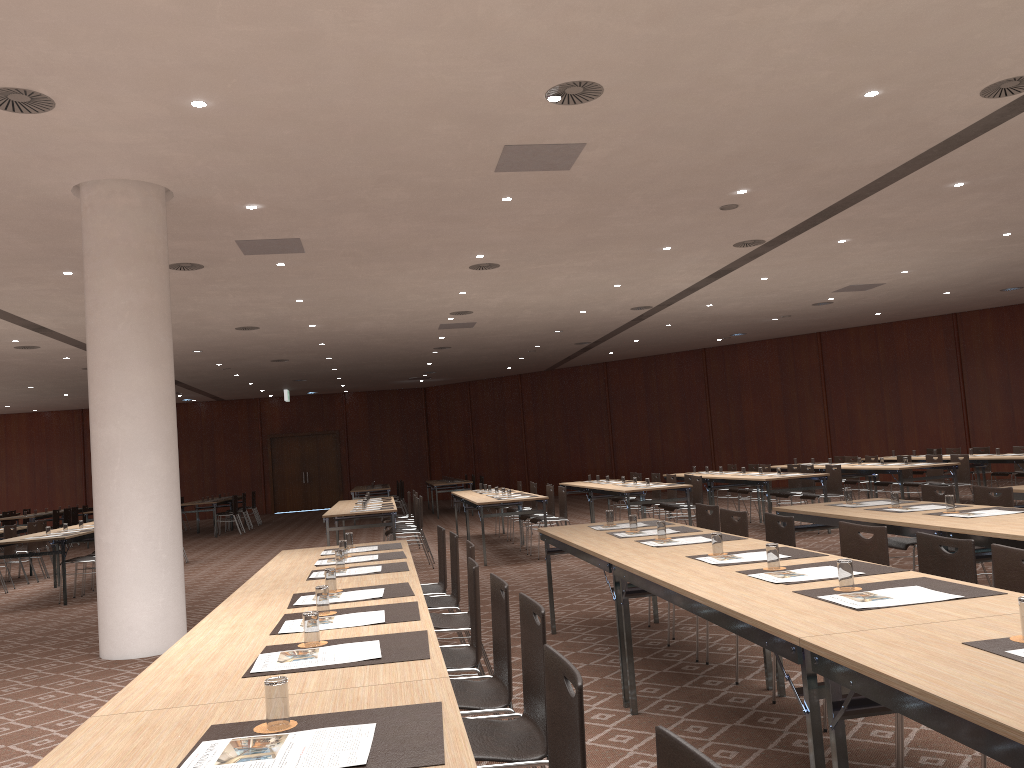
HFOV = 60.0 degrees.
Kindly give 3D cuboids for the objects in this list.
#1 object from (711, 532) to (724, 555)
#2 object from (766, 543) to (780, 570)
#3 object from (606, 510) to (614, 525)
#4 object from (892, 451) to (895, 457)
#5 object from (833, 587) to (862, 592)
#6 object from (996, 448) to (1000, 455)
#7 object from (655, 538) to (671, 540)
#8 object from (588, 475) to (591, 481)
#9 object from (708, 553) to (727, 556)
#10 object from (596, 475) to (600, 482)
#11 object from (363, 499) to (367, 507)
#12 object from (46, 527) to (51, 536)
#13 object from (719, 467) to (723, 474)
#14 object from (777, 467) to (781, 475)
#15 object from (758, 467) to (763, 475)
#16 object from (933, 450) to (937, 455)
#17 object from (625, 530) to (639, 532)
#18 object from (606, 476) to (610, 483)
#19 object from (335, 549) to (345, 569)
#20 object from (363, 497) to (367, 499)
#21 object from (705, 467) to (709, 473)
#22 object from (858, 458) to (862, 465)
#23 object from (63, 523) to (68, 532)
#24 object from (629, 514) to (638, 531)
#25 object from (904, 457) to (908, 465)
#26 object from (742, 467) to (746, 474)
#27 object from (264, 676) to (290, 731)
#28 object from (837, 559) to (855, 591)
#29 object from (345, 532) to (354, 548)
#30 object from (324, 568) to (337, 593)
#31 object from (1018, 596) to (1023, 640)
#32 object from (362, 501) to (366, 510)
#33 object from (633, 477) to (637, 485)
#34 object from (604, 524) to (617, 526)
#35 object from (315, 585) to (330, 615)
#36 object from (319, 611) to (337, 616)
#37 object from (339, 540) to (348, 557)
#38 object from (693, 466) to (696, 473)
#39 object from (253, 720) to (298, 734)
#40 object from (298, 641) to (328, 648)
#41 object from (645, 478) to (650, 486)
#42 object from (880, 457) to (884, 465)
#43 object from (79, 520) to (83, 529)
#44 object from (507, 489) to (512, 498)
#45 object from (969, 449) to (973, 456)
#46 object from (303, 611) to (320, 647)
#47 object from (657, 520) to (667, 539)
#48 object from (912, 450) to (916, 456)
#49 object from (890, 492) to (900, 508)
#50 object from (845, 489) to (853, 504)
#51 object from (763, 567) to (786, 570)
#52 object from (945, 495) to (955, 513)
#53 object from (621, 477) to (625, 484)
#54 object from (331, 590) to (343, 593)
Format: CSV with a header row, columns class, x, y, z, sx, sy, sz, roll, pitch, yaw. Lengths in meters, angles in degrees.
class,x,y,z,sx,sy,sz,roll,pitch,yaw
object,1.076,0.837,4.650,0.054,0.114,0.054,-6,-4,25
object,1.180,0.779,4.011,0.054,0.114,0.054,-6,-4,25
object,0.758,1.036,6.881,0.054,0.114,0.054,-1,-5,-42
object,7.342,1.339,17.066,0.054,0.114,0.054,-1,-5,-42
object,1.275,0.779,3.369,0.102,0.001,0.102,-3,-5,-20
object,7.767,1.081,14.177,0.054,0.114,0.054,-3,-4,-20
object,0.956,0.978,5.606,0.102,0.001,0.102,-3,-5,-20
object,1.415,1.714,16.168,0.054,0.114,0.054,-1,-5,-42
object,1.081,0.895,4.658,0.102,0.001,0.102,-3,-5,-20
object,1.505,1.658,15.536,0.054,0.114,0.054,-1,-5,-42
object,-2.103,1.707,12.699,0.054,0.114,0.054,-1,-5,-42
object,-5.994,1.902,11.461,0.054,0.114,0.054,-1,-5,-42
object,3.578,1.475,15.189,0.054,0.114,0.054,-1,-5,-42
object,3.899,1.276,12.955,0.054,0.114,0.054,-3,-4,-20
object,3.811,1.333,13.597,0.054,0.114,0.054,-3,-4,-20
object,7.528,1.225,15.778,0.054,0.114,0.054,-1,-5,-42
object,0.848,1.036,6.240,0.102,0.001,0.102,-3,-5,-20
object,1.606,1.599,14.886,0.054,0.114,0.054,-1,-5,-42
object,-1.029,1.046,5.305,0.054,0.114,0.054,-6,-4,25
object,-2.206,1.764,13.334,0.054,0.114,0.054,-1,-5,-42
object,3.482,1.533,15.830,0.054,0.114,0.054,-1,-5,-42
object,5.697,1.265,14.536,0.054,0.114,0.054,-3,-4,-20
object,-6.086,1.958,12.089,0.054,0.114,0.054,-1,-5,-42
object,0.855,0.979,6.257,0.054,0.114,0.054,-6,-4,25
object,5.886,1.150,13.251,0.054,0.114,0.054,-3,-4,-20
object,3.716,1.389,14.228,0.054,0.114,0.054,-3,-4,-20
object,-0.561,0.761,2.117,0.054,0.114,0.054,-1,-5,-42
object,1.263,0.721,3.357,0.054,0.114,0.054,-6,-4,25
object,-1.208,1.160,6.585,0.054,0.114,0.054,-1,-5,-42
object,-0.889,0.961,4.347,0.054,0.114,0.054,-1,-5,-42
object,1.408,0.636,2.403,0.054,0.114,0.054,-6,-4,25
object,-2.014,1.650,12.060,0.054,0.114,0.054,-1,-5,-42
object,1.845,1.457,13.294,0.054,0.114,0.054,-3,-4,-20
object,0.761,1.093,6.886,0.102,0.001,0.102,-5,-4,3
object,-0.793,0.904,3.715,0.054,0.114,0.054,-1,-5,-42
object,-0.783,0.960,3.705,0.102,0.001,0.102,0,-6,-42
object,-1.131,1.104,5.946,0.054,0.114,0.054,-6,-4,25
object,3.388,1.590,16.471,0.054,0.114,0.054,-1,-5,-42
object,-0.566,0.820,2.122,0.102,0.001,0.102,0,-6,-42
object,-0.692,0.904,3.082,0.102,0.001,0.102,0,-6,-42
object,1.935,1.400,12.657,0.054,0.114,0.054,-3,-4,-20
object,5.795,1.207,13.892,0.054,0.114,0.054,-3,-4,-20
object,-6.183,2.015,12.726,0.054,0.114,0.054,-1,-5,-42
object,-0.037,1.524,12.349,0.054,0.114,0.054,-3,-4,-20
object,7.674,1.139,14.823,0.054,0.114,0.054,-3,-4,-20
object,-0.694,0.846,3.070,0.054,0.114,0.054,-1,-5,-42
object,0.945,0.922,5.606,0.054,0.114,0.054,-6,-4,25
object,7.445,1.281,16.417,0.054,0.114,0.054,-1,-5,-42
object,2.823,0.853,6.534,0.054,0.114,0.054,-6,-4,25
object,2.728,0.911,7.182,0.054,0.114,0.054,-1,-5,-42
object,1.189,0.836,4.017,0.102,0.001,0.102,-3,-5,-20
object,2.922,0.797,5.914,0.054,0.114,0.054,-6,-4,25
object,1.751,1.514,13.936,0.054,0.114,0.054,-3,-4,-20
object,-0.882,1.018,4.354,0.102,0.001,0.102,0,-6,-42
